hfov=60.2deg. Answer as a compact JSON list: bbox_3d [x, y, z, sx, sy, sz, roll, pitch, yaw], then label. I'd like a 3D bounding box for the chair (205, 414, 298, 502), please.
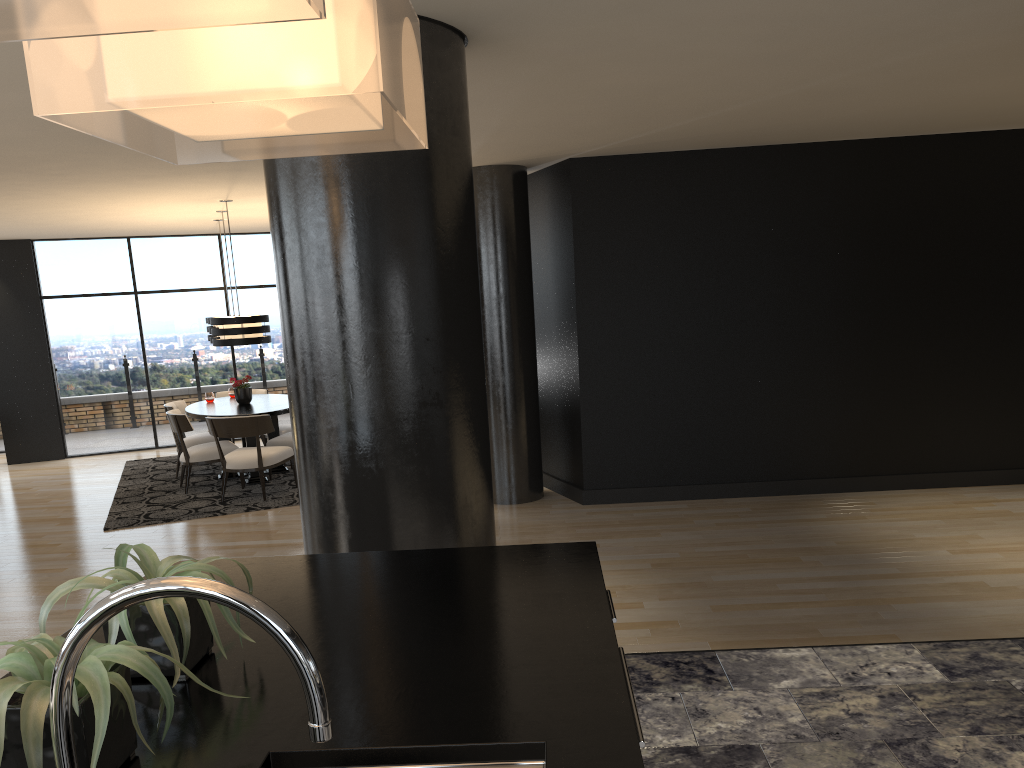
[{"bbox_3d":[-2.443,0.666,8.248,0.643,0.819,0.606,-2,9,9],"label":"chair"}]

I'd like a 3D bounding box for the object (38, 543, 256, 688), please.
[{"bbox_3d":[-0.649,0.418,1.709,0.397,0.243,0.401,0,8,27],"label":"object"}]

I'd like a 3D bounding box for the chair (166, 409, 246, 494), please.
[{"bbox_3d":[-3.059,0.650,8.772,0.613,0.819,0.636,-8,10,-27],"label":"chair"}]

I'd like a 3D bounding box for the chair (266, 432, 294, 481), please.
[{"bbox_3d":[-2.152,0.559,9.142,0.616,0.819,0.632,-2,9,8],"label":"chair"}]

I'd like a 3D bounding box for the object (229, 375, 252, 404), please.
[{"bbox_3d":[-2.841,0.060,9.280,0.228,0.303,0.234,-6,9,-18],"label":"object"}]

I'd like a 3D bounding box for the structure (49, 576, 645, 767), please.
[{"bbox_3d":[-0.117,0.683,0.876,0.656,1.033,2.737,-3,6,2],"label":"structure"}]

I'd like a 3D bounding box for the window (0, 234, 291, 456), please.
[{"bbox_3d":[-4.860,-0.825,4.249,10.110,4.858,15.691,-5,6,-11],"label":"window"}]

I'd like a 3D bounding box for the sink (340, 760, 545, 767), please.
[{"bbox_3d":[-0.168,0.704,0.924,0.460,0.162,0.909,-3,6,2],"label":"sink"}]

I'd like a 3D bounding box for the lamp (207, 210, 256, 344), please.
[{"bbox_3d":[-2.911,-1.105,9.104,0.533,1.350,0.529,-7,11,-20],"label":"lamp"}]

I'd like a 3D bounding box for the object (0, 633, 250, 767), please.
[{"bbox_3d":[-0.688,0.460,1.308,0.406,0.243,0.392,0,8,27],"label":"object"}]

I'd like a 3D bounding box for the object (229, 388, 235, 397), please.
[{"bbox_3d":[-3.182,0.097,10.070,0.095,0.108,0.094,3,11,36],"label":"object"}]

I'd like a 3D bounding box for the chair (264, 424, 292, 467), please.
[{"bbox_3d":[-2.393,0.498,9.892,0.611,0.819,0.637,-9,11,-34],"label":"chair"}]

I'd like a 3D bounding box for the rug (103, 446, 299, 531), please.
[{"bbox_3d":[-2.779,0.963,9.517,2.707,0.011,3.682,-5,6,-20],"label":"rug"}]

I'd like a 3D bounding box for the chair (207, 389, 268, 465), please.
[{"bbox_3d":[-3.179,0.497,10.353,0.643,0.819,0.606,-3,9,1],"label":"chair"}]

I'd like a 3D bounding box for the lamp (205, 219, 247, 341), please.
[{"bbox_3d":[-3.220,-1.170,9.935,0.533,1.350,0.529,-7,11,-20],"label":"lamp"}]

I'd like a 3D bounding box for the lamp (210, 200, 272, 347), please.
[{"bbox_3d":[-2.601,-1.039,8.273,0.533,1.350,0.529,-7,11,-20],"label":"lamp"}]

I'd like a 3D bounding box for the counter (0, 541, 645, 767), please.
[{"bbox_3d":[-0.415,0.626,0.874,1.180,0.032,3.070,-3,6,2],"label":"counter"}]

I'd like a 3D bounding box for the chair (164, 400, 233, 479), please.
[{"bbox_3d":[-3.390,0.590,9.560,0.615,0.819,0.634,-5,9,-10],"label":"chair"}]

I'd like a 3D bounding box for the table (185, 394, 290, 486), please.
[{"bbox_3d":[-2.793,0.590,9.381,1.205,0.781,2.082,-6,7,-18],"label":"table"}]

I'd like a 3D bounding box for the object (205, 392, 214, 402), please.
[{"bbox_3d":[-3.309,0.145,9.663,0.095,0.108,0.094,-5,9,-9],"label":"object"}]
